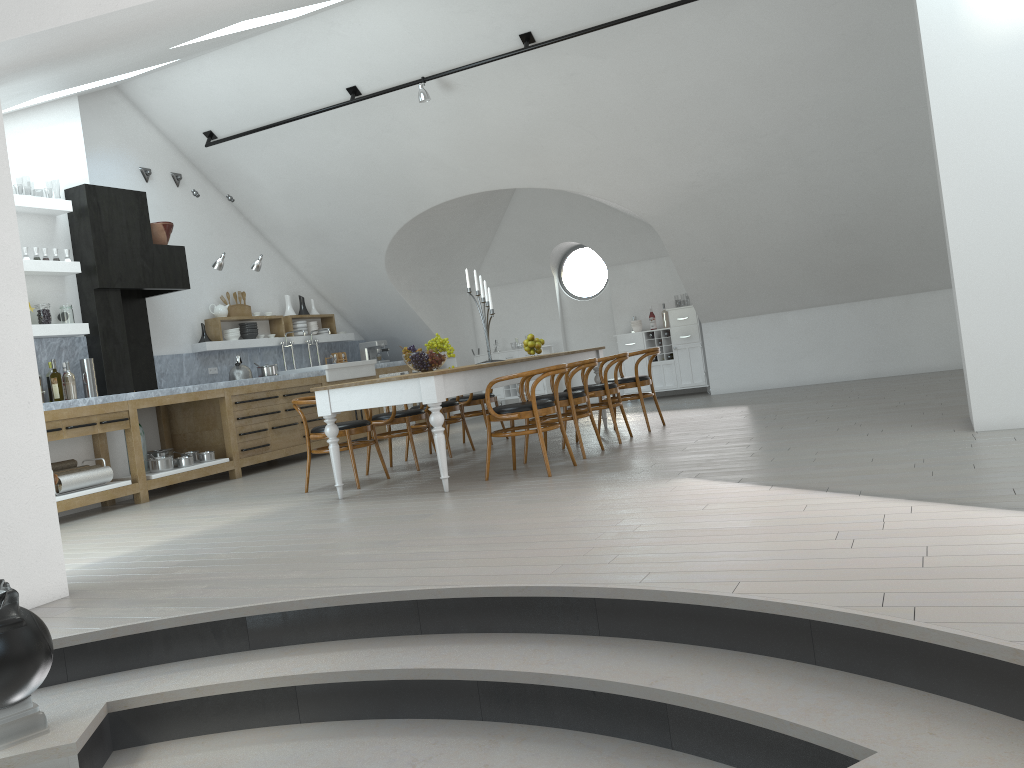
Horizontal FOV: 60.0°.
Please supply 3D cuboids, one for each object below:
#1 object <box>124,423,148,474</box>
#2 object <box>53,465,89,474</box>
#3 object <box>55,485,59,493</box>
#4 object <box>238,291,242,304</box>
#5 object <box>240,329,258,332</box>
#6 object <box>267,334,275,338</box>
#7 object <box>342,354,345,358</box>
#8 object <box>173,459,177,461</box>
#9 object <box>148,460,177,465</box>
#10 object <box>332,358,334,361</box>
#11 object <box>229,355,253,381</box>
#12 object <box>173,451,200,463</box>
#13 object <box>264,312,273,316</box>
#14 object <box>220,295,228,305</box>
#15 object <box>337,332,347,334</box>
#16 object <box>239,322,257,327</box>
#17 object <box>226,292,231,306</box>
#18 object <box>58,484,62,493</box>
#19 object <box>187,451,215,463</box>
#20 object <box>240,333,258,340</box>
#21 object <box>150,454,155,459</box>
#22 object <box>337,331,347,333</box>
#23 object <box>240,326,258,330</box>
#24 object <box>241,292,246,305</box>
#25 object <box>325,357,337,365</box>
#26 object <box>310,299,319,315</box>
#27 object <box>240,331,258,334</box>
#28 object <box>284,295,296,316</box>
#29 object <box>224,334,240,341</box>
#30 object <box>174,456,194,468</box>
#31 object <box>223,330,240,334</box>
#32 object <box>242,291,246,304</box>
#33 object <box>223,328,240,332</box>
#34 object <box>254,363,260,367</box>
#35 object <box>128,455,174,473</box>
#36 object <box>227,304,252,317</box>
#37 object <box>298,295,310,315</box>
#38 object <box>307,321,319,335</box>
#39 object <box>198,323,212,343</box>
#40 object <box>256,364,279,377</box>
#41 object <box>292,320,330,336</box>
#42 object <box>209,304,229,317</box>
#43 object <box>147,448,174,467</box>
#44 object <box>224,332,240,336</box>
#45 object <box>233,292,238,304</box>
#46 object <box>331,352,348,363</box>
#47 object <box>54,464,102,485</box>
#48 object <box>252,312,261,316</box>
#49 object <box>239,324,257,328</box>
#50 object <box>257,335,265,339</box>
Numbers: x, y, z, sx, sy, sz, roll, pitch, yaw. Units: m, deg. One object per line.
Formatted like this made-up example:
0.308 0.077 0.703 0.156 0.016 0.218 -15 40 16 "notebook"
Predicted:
-3.592 0.593 8.413 0.231 0.498 0.230 -8 0 -23 "object"
-3.639 0.736 7.261 0.101 0.086 0.363 -7 2 23 "object"
-3.576 0.823 7.275 0.067 0.067 0.423 -7 2 23 "object"
-3.148 -0.926 10.279 0.019 0.299 0.057 -8 0 26 "object"
-3.052 -0.602 10.309 0.205 0.086 0.205 -8 2 -22 "object"
-2.899 -0.571 10.683 0.098 0.048 0.099 -7 2 23 "object"
-2.237 -0.309 11.784 0.040 0.192 0.042 -8 0 -14 "object"
-3.192 0.729 8.450 0.041 0.045 0.247 -7 2 24 "object"
-3.314 0.750 8.429 0.508 0.052 0.263 -8 2 2 "object"
-2.325 -0.277 11.569 0.019 0.178 0.044 -8 0 -9 "object"
-2.889 -0.173 9.399 0.246 0.267 0.247 -7 1 36 "object"
-3.179 0.716 8.705 0.182 0.133 0.308 -9 2 -40 "object"
-2.932 -0.837 10.689 0.098 0.048 0.099 -7 2 23 "object"
-3.242 -0.891 10.115 0.016 0.259 0.199 -8 1 36 "object"
-2.318 -0.669 11.886 0.213 0.025 0.213 -7 2 13 "object"
-3.072 -0.675 10.315 0.205 0.080 0.206 -7 2 28 "object"
-3.231 -0.911 10.149 0.027 0.299 0.055 -8 0 26 "object"
-3.503 0.812 7.243 0.067 0.067 0.423 -7 2 23 "object"
-2.985 0.702 8.560 0.260 0.113 0.154 -7 1 25 "object"
-3.051 -0.548 10.310 0.205 0.072 0.206 -7 2 13 "object"
-3.205 0.700 8.062 0.051 0.152 0.190 -8 1 26 "object"
-2.319 -0.678 11.886 0.213 0.025 0.213 -7 2 13 "object"
-3.061 -0.623 10.312 0.205 0.072 0.206 -7 2 13 "object"
-3.123 -0.932 10.379 0.030 0.294 0.057 -8 0 26 "object"
-2.369 -0.266 11.564 0.100 0.171 0.173 -8 1 27 "object"
-2.573 -0.994 11.482 0.156 0.218 0.156 -8 1 7 "object"
-3.055 -0.574 10.309 0.205 0.086 0.205 -9 2 -27 "object"
-2.779 -0.976 11.038 0.156 0.268 0.156 -8 1 14 "object"
-3.171 -0.518 10.054 0.181 0.064 0.181 -9 2 -42 "object"
-3.095 0.727 8.278 0.260 0.113 0.154 -7 1 15 "object"
-3.176 -0.564 10.056 0.181 0.069 0.181 -6 2 43 "object"
-3.123 -0.930 10.338 0.039 0.298 0.068 -8 0 26 "object"
-3.180 -0.593 10.057 0.181 0.076 0.180 -9 2 -27 "object"
-2.748 -0.165 9.777 0.235 0.167 0.051 -7 0 21 "object"
-3.283 0.737 8.135 0.378 0.164 0.223 -7 1 15 "object"
-3.160 -0.844 10.252 0.084 0.157 0.354 -8 2 26 "object"
-2.664 -1.000 11.274 0.156 0.268 0.156 -7 1 30 "object"
-2.552 -0.712 11.334 0.158 0.160 0.154 -9 1 -36 "object"
-3.370 -0.560 9.699 0.156 0.218 0.156 -8 1 7 "object"
-2.681 -0.150 9.835 0.232 0.170 0.395 -8 2 5 "object"
-2.574 -0.707 11.344 0.197 0.196 0.658 -7 2 25 "object"
-3.285 -0.822 9.969 0.174 0.169 0.168 -8 1 9 "object"
-3.577 0.739 8.773 0.456 0.197 0.268 -9 2 -30 "object"
-3.174 -0.541 10.053 0.181 0.065 0.181 -9 2 -27 "object"
-3.180 -0.921 10.257 0.040 0.299 0.061 -8 0 23 "object"
-2.288 -0.310 11.770 0.104 0.223 0.200 -8 1 26 "object"
-3.556 0.741 7.254 0.092 0.093 0.438 -7 2 23 "object"
-3.023 -0.818 10.495 0.098 0.048 0.099 -7 2 23 "object"
-3.065 -0.648 10.316 0.205 0.084 0.205 -9 2 -37 "object"
-2.980 -0.554 10.510 0.098 0.048 0.099 -7 2 23 "object"
